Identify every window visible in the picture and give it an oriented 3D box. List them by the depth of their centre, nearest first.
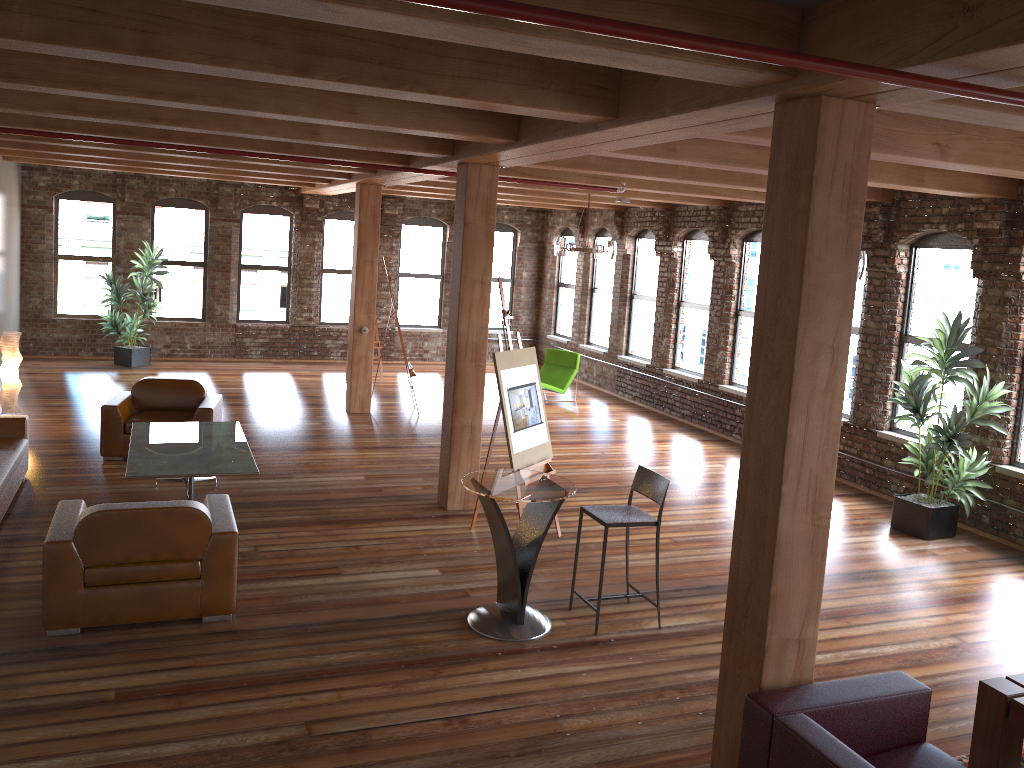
[{"bbox_3d":[4.827,-0.202,7.676,0.235,2.204,0.974,1,7,-22],"label":"window"},{"bbox_3d":[4.289,-0.449,9.029,0.235,2.204,0.974,1,7,-22],"label":"window"},{"bbox_3d":[3.749,-0.696,10.381,0.232,2.204,0.974,1,7,-22],"label":"window"},{"bbox_3d":[3.212,-0.942,11.734,0.236,2.204,0.974,1,7,-22],"label":"window"},{"bbox_3d":[2.671,-1.189,13.086,0.230,2.204,0.974,1,7,-22],"label":"window"},{"bbox_3d":[2.135,-1.435,14.436,0.233,2.204,0.974,1,7,-22],"label":"window"},{"bbox_3d":[-7.262,-2.197,15.082,0.968,2.158,0.087,1,7,-22],"label":"window"},{"bbox_3d":[-5.877,-2.189,15.638,0.968,2.158,0.087,1,7,-22],"label":"window"},{"bbox_3d":[1.596,-1.682,15.789,0.231,2.204,0.974,1,7,-22],"label":"window"},{"bbox_3d":[-4.491,-2.142,16.126,0.968,2.216,0.222,1,7,-22],"label":"window"},{"bbox_3d":[-3.131,-2.134,16.672,0.968,2.216,0.222,1,7,-22],"label":"window"},{"bbox_3d":[1.048,-1.933,17.166,0.232,2.204,0.974,1,7,-22],"label":"window"},{"bbox_3d":[-1.766,-2.131,17.220,0.968,2.207,0.220,1,7,-22],"label":"window"},{"bbox_3d":[-0.387,-2.124,17.774,0.968,2.207,0.220,1,7,-22],"label":"window"}]

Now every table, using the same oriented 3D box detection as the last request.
[{"bbox_3d":[3.114,1.719,4.034,1.750,0.547,0.906,0,9,-22],"label":"table"},{"bbox_3d":[0.013,1.081,5.621,0.721,0.920,0.725,4,7,3],"label":"table"},{"bbox_3d":[-2.714,0.787,7.448,0.939,0.557,1.882,1,9,-22],"label":"table"}]

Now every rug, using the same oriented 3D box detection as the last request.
[{"bbox_3d":[3.055,1.989,4.040,2.461,0.009,1.352,0,9,-22],"label":"rug"}]

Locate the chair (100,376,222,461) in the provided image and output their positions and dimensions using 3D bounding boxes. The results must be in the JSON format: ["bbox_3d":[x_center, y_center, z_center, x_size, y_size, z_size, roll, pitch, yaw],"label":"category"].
[{"bbox_3d":[-3.638,0.354,9.275,1.063,0.731,0.835,2,8,-12],"label":"chair"}]

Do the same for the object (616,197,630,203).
[{"bbox_3d":[1.454,-2.416,11.603,0.145,0.072,0.148,1,9,-22],"label":"object"}]

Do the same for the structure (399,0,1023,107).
[{"bbox_3d":[0.147,-1.056,2.486,6.806,0.111,0.052,0,8,-22],"label":"structure"}]

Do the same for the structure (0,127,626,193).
[{"bbox_3d":[-1.989,-2.035,7.851,6.806,0.111,0.052,0,8,-22],"label":"structure"}]

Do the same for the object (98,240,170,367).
[{"bbox_3d":[-6.326,-1.360,14.707,1.081,2.093,0.971,-3,9,-44],"label":"object"}]

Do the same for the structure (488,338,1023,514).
[{"bbox_3d":[2.919,0.308,12.003,1.633,0.311,13.785,-1,10,-28],"label":"structure"}]

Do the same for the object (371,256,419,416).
[{"bbox_3d":[-1.594,-0.679,12.258,0.684,2.130,0.665,3,7,-12],"label":"object"}]

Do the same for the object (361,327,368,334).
[{"bbox_3d":[-1.975,-0.717,11.892,0.095,0.095,0.061,1,8,-22],"label":"object"}]

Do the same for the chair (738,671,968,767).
[{"bbox_3d":[1.554,1.683,3.426,0.865,0.590,1.077,1,9,-22],"label":"chair"}]

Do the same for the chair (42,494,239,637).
[{"bbox_3d":[-2.310,1.019,5.576,1.063,0.731,0.835,1,8,-22],"label":"chair"}]

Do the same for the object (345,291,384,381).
[{"bbox_3d":[-2.531,-1.158,14.933,0.662,2.130,0.688,1,7,-27],"label":"object"}]

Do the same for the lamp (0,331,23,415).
[{"bbox_3d":[-5.526,-0.042,9.788,0.261,1.108,0.271,7,7,23],"label":"lamp"}]

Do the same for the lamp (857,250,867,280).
[{"bbox_3d":[2.565,-1.307,7.412,0.811,0.811,0.812,7,8,20],"label":"lamp"}]

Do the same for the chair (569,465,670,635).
[{"bbox_3d":[0.704,1.065,5.798,0.466,0.977,0.432,1,7,-22],"label":"chair"}]

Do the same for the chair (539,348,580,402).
[{"bbox_3d":[0.489,-0.123,13.950,0.683,0.792,0.957,11,10,42],"label":"chair"}]

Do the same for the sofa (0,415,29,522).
[{"bbox_3d":[-4.409,0.676,6.864,0.951,0.731,2.427,1,9,-22],"label":"sofa"}]

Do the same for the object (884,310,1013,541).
[{"bbox_3d":[3.952,0.348,8.207,0.966,2.093,1.086,3,7,-9],"label":"object"}]

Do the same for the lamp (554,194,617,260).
[{"bbox_3d":[0.970,-2.038,11.420,0.810,0.811,0.813,6,8,14],"label":"lamp"}]

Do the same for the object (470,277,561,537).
[{"bbox_3d":[0.040,0.214,7.228,0.686,2.130,0.704,7,7,28],"label":"object"}]
